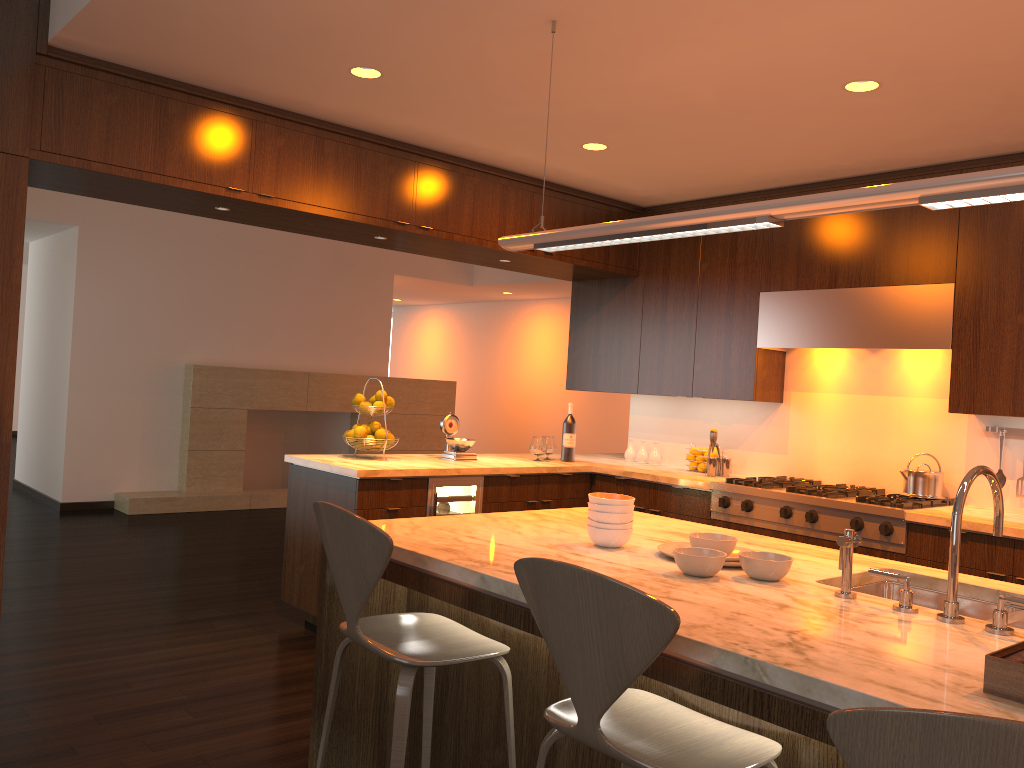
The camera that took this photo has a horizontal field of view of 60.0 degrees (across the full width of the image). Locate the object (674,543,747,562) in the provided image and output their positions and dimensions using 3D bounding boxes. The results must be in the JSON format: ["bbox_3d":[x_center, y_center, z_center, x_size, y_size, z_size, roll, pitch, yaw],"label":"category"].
[{"bbox_3d":[0.569,0.484,2.523,0.216,0.025,0.217,4,0,-24],"label":"object"}]

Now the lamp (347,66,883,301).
[{"bbox_3d":[-1.938,-1.395,9.451,5.868,0.171,16.431,4,0,-41],"label":"lamp"}]

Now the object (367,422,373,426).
[{"bbox_3d":[-0.799,0.241,5.045,0.063,0.059,0.061,4,0,-8],"label":"object"}]

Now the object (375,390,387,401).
[{"bbox_3d":[-0.739,0.069,5.014,0.068,0.072,0.071,3,0,5],"label":"object"}]

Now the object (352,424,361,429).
[{"bbox_3d":[-0.874,0.261,5.037,0.067,0.071,0.069,4,0,-5],"label":"object"}]

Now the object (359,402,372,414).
[{"bbox_3d":[-0.827,0.136,5.015,0.078,0.072,0.077,3,0,15],"label":"object"}]

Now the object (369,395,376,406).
[{"bbox_3d":[-0.786,0.095,5.056,0.061,0.063,0.062,4,0,-17],"label":"object"}]

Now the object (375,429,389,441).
[{"bbox_3d":[-0.727,0.285,4.946,0.077,0.074,0.078,4,0,-26],"label":"object"}]

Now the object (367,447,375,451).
[{"bbox_3d":[-0.801,0.350,5.052,0.062,0.062,0.062,3,0,3],"label":"object"}]

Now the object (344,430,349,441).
[{"bbox_3d":[-0.923,0.297,5.049,0.068,0.069,0.065,3,0,26],"label":"object"}]

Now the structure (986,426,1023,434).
[{"bbox_3d":[2.508,0.231,4.157,0.048,0.031,0.541,4,0,-38],"label":"structure"}]

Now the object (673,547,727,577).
[{"bbox_3d":[0.483,0.462,2.288,0.138,0.059,0.139,4,0,-15],"label":"object"}]

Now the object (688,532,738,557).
[{"bbox_3d":[0.570,0.463,2.523,0.138,0.059,0.139,4,0,-15],"label":"object"}]

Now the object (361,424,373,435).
[{"bbox_3d":[-0.821,0.263,4.983,0.077,0.075,0.077,3,0,23],"label":"object"}]

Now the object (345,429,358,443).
[{"bbox_3d":[-0.897,0.289,4.972,0.077,0.077,0.077,4,0,-30],"label":"object"}]

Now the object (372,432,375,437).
[{"bbox_3d":[-0.799,0.283,5.101,0.072,0.068,0.071,4,0,-34],"label":"object"}]

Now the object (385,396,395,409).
[{"bbox_3d":[-0.703,0.107,5.048,0.071,0.074,0.070,4,0,-20],"label":"object"}]

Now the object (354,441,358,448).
[{"bbox_3d":[-0.873,0.339,5.057,0.056,0.053,0.057,3,0,9],"label":"object"}]

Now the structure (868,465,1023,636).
[{"bbox_3d":[1.010,0.352,1.949,0.321,0.341,0.310,3,0,-3],"label":"structure"}]

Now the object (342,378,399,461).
[{"bbox_3d":[-0.796,0.193,5.044,0.324,0.461,0.324,3,0,8],"label":"object"}]

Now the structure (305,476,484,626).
[{"bbox_3d":[1.136,1.025,4.674,3.060,0.862,3.400,4,0,-41],"label":"structure"}]

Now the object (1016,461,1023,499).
[{"bbox_3d":[2.439,0.388,4.216,0.004,0.314,0.066,4,0,-41],"label":"object"}]

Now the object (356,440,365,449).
[{"bbox_3d":[-0.845,0.335,4.998,0.063,0.069,0.070,3,0,11],"label":"object"}]

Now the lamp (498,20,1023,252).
[{"bbox_3d":[0.825,-0.785,2.132,0.120,0.765,2.465,4,0,-41],"label":"lamp"}]

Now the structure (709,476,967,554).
[{"bbox_3d":[1.715,0.562,4.658,0.824,0.422,1.067,4,0,-41],"label":"structure"}]

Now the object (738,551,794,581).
[{"bbox_3d":[0.653,0.473,2.289,0.138,0.059,0.139,4,0,-15],"label":"object"}]

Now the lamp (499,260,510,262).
[{"bbox_3d":[-0.043,-0.751,5.400,0.068,0.004,0.068,3,0,30],"label":"lamp"}]

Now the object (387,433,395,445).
[{"bbox_3d":[-0.710,0.317,5.093,0.073,0.072,0.071,3,0,3],"label":"object"}]

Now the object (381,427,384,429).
[{"bbox_3d":[-0.746,0.281,5.048,0.070,0.072,0.071,3,0,13],"label":"object"}]

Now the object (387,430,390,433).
[{"bbox_3d":[-0.729,0.295,5.144,0.055,0.057,0.056,3,0,5],"label":"object"}]

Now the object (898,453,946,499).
[{"bbox_3d":[2.073,0.456,4.467,0.221,0.218,0.221,3,0,34],"label":"object"}]

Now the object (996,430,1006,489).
[{"bbox_3d":[2.367,0.368,4.295,0.020,0.296,0.061,4,0,-42],"label":"object"}]

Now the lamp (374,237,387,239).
[{"bbox_3d":[-0.714,-0.794,4.816,0.068,0.004,0.068,3,0,30],"label":"lamp"}]

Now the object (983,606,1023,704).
[{"bbox_3d":[1.122,0.412,1.425,0.503,0.231,0.497,4,0,-41],"label":"object"}]

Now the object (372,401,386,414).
[{"bbox_3d":[-0.748,0.132,4.999,0.078,0.077,0.077,4,0,-24],"label":"object"}]

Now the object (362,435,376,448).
[{"bbox_3d":[-0.796,0.322,4.945,0.078,0.076,0.078,3,0,36],"label":"object"}]

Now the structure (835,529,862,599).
[{"bbox_3d":[0.804,0.430,2.129,0.067,0.161,0.050,4,0,-41],"label":"structure"}]

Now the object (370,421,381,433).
[{"bbox_3d":[-0.765,0.242,4.974,0.060,0.063,0.062,4,0,-34],"label":"object"}]

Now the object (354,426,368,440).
[{"bbox_3d":[-0.838,0.272,4.916,0.068,0.077,0.079,3,0,25],"label":"object"}]

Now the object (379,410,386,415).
[{"bbox_3d":[-0.754,0.139,5.076,0.071,0.072,0.071,4,0,-10],"label":"object"}]

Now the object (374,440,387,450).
[{"bbox_3d":[-0.745,0.336,5.007,0.078,0.075,0.078,3,0,27],"label":"object"}]
